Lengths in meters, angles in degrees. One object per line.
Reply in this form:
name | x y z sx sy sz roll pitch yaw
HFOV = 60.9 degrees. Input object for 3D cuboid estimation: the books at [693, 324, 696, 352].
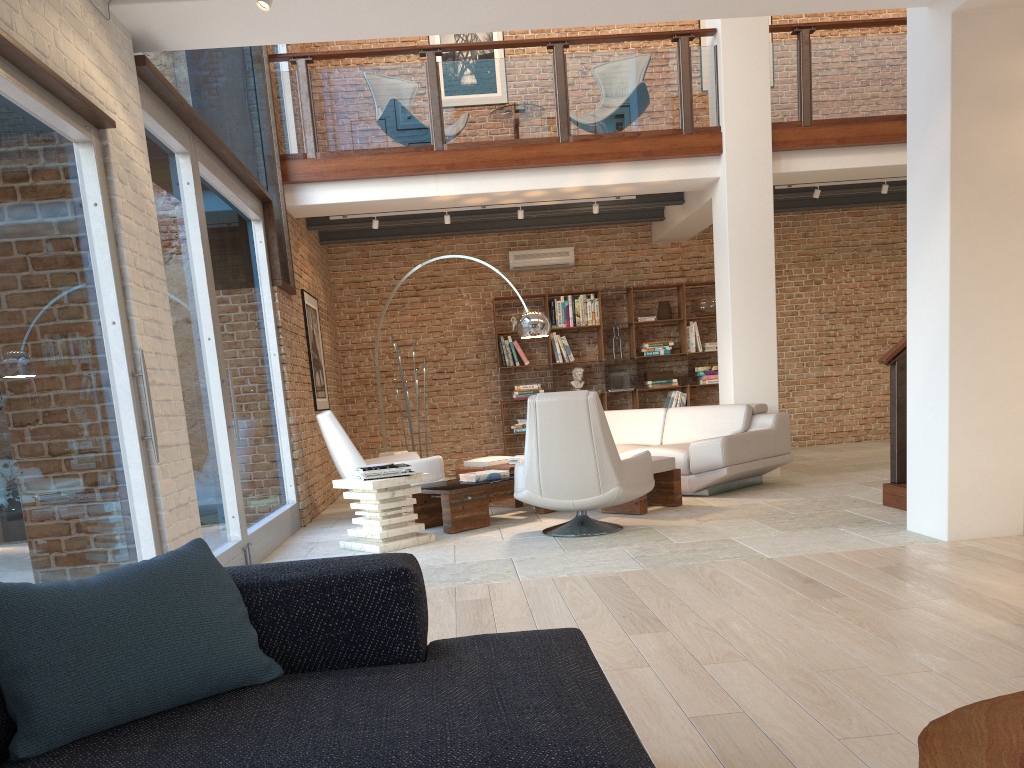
books | 2.287 -0.577 11.108 0.021 0.366 0.266 -5 6 -4

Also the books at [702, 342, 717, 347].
books | 2.525 -0.505 11.123 0.132 0.034 0.203 -5 0 -14

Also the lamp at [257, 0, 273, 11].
lamp | -1.070 -1.685 3.788 0.085 0.131 0.059 -11 10 -43

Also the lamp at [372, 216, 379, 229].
lamp | -1.372 -1.613 8.750 0.058 0.131 0.085 -10 8 -33

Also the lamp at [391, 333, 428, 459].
lamp | -1.186 0.315 10.368 0.412 1.858 0.197 -10 11 -32

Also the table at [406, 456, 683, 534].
table | 0.048 0.886 7.379 1.942 0.437 2.203 -5 0 -42

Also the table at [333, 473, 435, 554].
table | -0.921 0.917 6.286 0.487 0.514 0.493 -9 7 -43

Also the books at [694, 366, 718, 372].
books | 2.506 -0.194 11.196 0.327 0.056 0.250 -5 0 7

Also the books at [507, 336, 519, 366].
books | 0.013 -0.410 10.983 0.121 0.389 0.239 -5 7 -4

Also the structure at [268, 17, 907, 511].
structure | 3.077 -1.272 4.435 10.144 4.213 13.656 -5 0 -4

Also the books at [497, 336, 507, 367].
books | -0.131 -0.400 10.980 0.091 0.392 0.239 -5 7 -4

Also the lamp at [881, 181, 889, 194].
lamp | 3.860 -2.028 9.026 0.061 0.131 0.084 -5 7 -2

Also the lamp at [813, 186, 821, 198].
lamp | 3.142 -1.971 8.986 0.058 0.131 0.085 -10 8 -33

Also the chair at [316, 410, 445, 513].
chair | -1.188 0.703 7.766 0.977 1.018 1.014 -6 5 -19

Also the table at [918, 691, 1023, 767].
table | 1.101 0.728 0.644 1.077 0.454 1.801 -5 0 2

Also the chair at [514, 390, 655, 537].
chair | 0.448 0.555 6.103 1.029 1.036 0.951 -3 5 13

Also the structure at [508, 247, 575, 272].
structure | 0.366 -1.563 10.933 0.812 0.224 0.196 -5 5 -3

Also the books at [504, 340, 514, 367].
books | -0.043 -0.382 11.015 0.102 0.340 0.249 -5 6 -4

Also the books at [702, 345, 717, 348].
books | 2.535 -0.479 11.132 0.171 0.019 0.233 -5 0 -1

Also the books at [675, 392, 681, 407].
books | 2.108 0.281 11.239 0.098 0.361 0.266 -5 6 -4

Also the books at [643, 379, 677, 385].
books | 1.896 -0.027 11.156 0.379 0.037 0.241 -5 0 -5

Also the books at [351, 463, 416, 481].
books | -0.948 0.624 6.293 0.387 0.081 0.563 -5 0 -20

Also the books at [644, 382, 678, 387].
books | 1.911 0.010 11.197 0.379 0.037 0.241 -4 0 -8

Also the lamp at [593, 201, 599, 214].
lamp | 0.852 -1.796 8.877 0.061 0.118 0.092 -4 6 3

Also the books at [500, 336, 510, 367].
books | -0.095 -0.404 10.990 0.091 0.392 0.239 -5 7 -4

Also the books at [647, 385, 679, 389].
books | 1.927 0.037 11.188 0.355 0.021 0.268 -5 0 -5

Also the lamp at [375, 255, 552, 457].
lamp | -0.488 -0.028 8.378 2.033 2.398 0.311 -1 10 32

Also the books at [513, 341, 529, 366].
books | 0.105 -0.386 11.016 0.195 0.325 0.249 -5 6 -4

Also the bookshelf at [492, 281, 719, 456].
bookshelf | 1.356 -0.073 11.111 3.031 2.248 0.356 -5 9 -3

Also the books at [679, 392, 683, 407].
books | 2.129 0.282 11.249 0.098 0.361 0.266 -5 6 -4

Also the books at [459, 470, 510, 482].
books | -0.226 0.744 7.067 0.323 0.057 0.254 -4 0 -33

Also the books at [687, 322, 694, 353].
books | 2.258 -0.588 11.095 0.036 0.391 0.239 -5 7 -4

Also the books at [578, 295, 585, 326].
books | 0.872 -0.913 10.973 0.036 0.391 0.239 -5 7 -4

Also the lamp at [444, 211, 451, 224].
lamp | -0.653 -1.674 8.790 0.061 0.123 0.084 -5 6 -2

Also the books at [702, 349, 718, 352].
books | 2.538 -0.426 11.151 0.171 0.019 0.232 -5 0 4

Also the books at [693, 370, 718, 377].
books | 2.527 -0.139 11.207 0.326 0.056 0.251 -5 0 -3

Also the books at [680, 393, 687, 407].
books | 2.174 0.286 11.239 0.116 0.340 0.249 -5 6 -4

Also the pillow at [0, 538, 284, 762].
pillow | -0.839 0.542 1.891 0.556 0.334 0.376 -7 4 -43

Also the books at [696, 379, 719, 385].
books | 2.556 -0.028 11.216 0.326 0.056 0.251 -5 0 -1

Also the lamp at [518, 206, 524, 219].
lamp | 0.087 -1.728 8.829 0.061 0.131 0.084 -5 7 -2

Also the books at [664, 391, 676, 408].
books | 2.013 0.281 11.246 0.163 0.380 0.239 -5 7 -4

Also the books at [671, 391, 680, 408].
books | 2.056 0.276 11.225 0.161 0.380 0.239 -5 7 -4

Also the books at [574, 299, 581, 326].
books | 0.809 -0.880 10.947 0.055 0.336 0.249 -5 6 -4

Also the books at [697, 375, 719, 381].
books | 2.577 -0.086 11.208 0.326 0.057 0.251 -5 0 -8

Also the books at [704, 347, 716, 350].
books | 2.529 -0.452 11.132 0.132 0.034 0.202 -5 0 6

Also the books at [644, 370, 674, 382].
books | 1.878 -0.104 11.150 0.335 0.121 0.210 -5 2 -3

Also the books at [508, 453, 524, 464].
books | 0.152 0.671 7.932 0.251 0.076 0.394 -4 0 29

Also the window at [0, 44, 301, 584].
window | -2.110 -1.985 3.475 0.647 6.505 12.152 -5 2 -4
